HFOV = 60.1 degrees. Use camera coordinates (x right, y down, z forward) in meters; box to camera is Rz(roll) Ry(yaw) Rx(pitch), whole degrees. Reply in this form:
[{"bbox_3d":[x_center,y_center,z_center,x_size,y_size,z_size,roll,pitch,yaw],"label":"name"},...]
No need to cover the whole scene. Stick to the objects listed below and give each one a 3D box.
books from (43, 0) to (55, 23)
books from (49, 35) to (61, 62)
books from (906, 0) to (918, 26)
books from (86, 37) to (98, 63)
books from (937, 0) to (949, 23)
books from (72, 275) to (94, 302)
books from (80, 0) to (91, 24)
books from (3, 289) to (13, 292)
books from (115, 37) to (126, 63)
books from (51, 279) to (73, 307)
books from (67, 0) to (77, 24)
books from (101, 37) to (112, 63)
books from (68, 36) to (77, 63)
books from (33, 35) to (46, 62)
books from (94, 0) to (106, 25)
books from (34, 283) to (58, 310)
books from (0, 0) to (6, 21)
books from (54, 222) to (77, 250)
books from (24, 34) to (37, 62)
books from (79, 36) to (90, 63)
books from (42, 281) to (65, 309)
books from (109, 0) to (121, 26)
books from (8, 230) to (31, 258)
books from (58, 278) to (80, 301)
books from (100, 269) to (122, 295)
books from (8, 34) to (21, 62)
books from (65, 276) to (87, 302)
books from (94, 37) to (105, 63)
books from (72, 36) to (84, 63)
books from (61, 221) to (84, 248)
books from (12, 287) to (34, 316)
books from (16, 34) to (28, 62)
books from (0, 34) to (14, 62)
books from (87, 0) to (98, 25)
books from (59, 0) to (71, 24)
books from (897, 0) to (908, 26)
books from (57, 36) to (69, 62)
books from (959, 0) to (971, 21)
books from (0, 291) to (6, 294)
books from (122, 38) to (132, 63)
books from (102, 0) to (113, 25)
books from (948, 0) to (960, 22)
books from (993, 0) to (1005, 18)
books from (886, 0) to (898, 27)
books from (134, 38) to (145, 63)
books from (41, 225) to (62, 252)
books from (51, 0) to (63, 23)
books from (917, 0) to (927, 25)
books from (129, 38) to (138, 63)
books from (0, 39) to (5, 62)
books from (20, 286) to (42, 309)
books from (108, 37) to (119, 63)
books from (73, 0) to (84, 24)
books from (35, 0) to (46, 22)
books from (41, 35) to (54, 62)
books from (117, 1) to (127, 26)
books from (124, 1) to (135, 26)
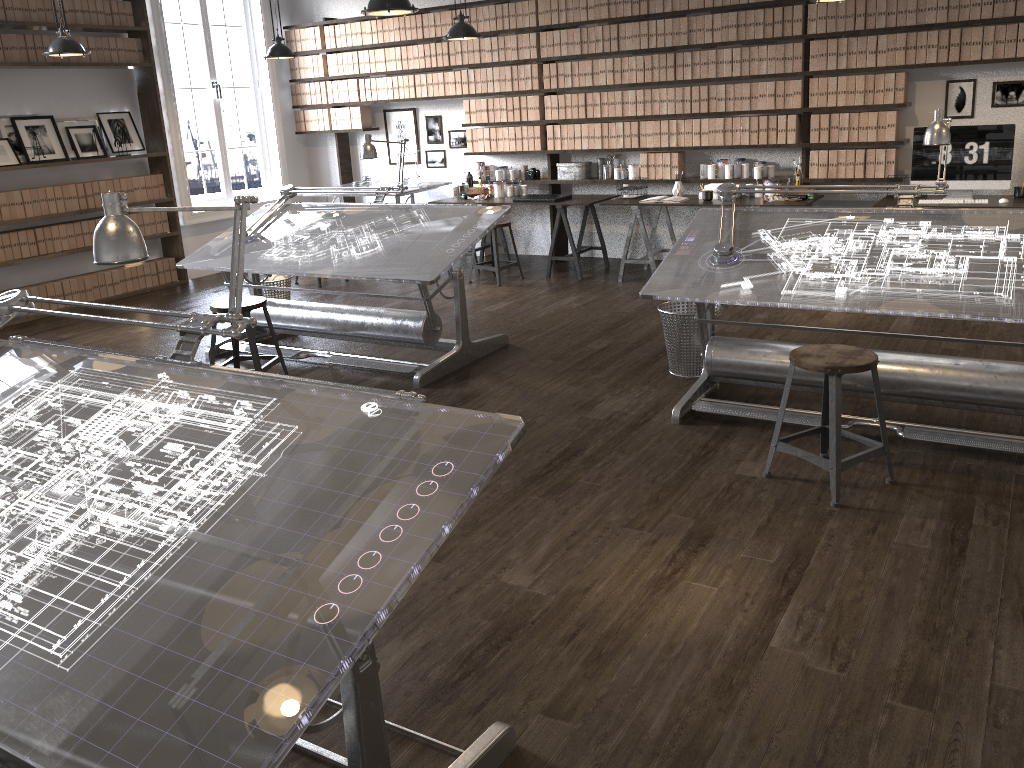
[{"bbox_3d":[-3.919,-3.114,7.396,0.175,0.223,0.067,6,18,31],"label":"books"},{"bbox_3d":[-3.903,-2.817,7.476,0.175,0.223,0.067,6,18,31],"label":"books"},{"bbox_3d":[2.940,-2.733,6.480,0.067,0.223,0.176,6,18,30],"label":"books"},{"bbox_3d":[-3.725,-2.916,7.753,0.175,0.223,0.067,6,18,31],"label":"books"},{"bbox_3d":[3.114,-2.712,6.379,0.067,0.223,0.176,6,18,30],"label":"books"},{"bbox_3d":[-3.832,-0.853,7.911,0.175,0.223,0.067,6,18,31],"label":"books"},{"bbox_3d":[-3.747,-3.214,7.676,0.175,0.223,0.067,6,18,31],"label":"books"},{"bbox_3d":[-4.152,-0.671,7.398,0.175,0.223,0.067,6,18,31],"label":"books"},{"bbox_3d":[-3.579,-2.999,7.985,0.175,0.223,0.067,6,18,31],"label":"books"},{"bbox_3d":[-3.937,-0.795,7.745,0.175,0.223,0.067,6,18,31],"label":"books"},{"bbox_3d":[-3.814,-3.174,7.565,0.175,0.222,0.067,6,18,31],"label":"books"},{"bbox_3d":[-3.658,-2.958,7.872,0.175,0.223,0.067,6,18,31],"label":"books"},{"bbox_3d":[-3.827,-2.857,7.587,0.175,0.223,0.067,6,18,31],"label":"books"},{"bbox_3d":[-3.976,-2.776,7.359,0.175,0.223,0.067,6,18,31],"label":"books"},{"bbox_3d":[-3.671,-3.255,7.791,0.175,0.223,0.067,6,18,31],"label":"books"},{"bbox_3d":[-4.010,-0.752,7.623,0.175,0.223,0.067,6,18,31],"label":"books"},{"bbox_3d":[-4.130,-2.992,7.053,0.175,0.223,0.067,6,18,31],"label":"books"},{"bbox_3d":[-3.900,-1.293,7.735,0.175,0.223,0.067,6,18,31],"label":"books"},{"bbox_3d":[-4.009,-2.754,7.295,0.175,0.223,0.067,6,18,31],"label":"books"},{"bbox_3d":[-3.763,-2.895,7.695,0.175,0.222,0.067,6,18,31],"label":"books"},{"bbox_3d":[-3.976,-0.773,7.685,0.175,0.223,0.067,6,18,31],"label":"books"},{"bbox_3d":[-3.595,-3.297,7.910,0.175,0.223,0.067,6,18,31],"label":"books"},{"bbox_3d":[-4.115,-1.168,7.380,0.175,0.223,0.067,6,18,31],"label":"books"},{"bbox_3d":[-3.901,-0.816,7.806,0.175,0.222,0.067,6,18,31],"label":"books"},{"bbox_3d":[-3.691,-0.936,8.145,0.175,0.222,0.067,6,18,31],"label":"books"},{"bbox_3d":[-4.083,-2.713,7.181,0.175,0.222,0.067,6,18,31],"label":"books"},{"bbox_3d":[-3.870,-0.835,7.858,0.175,0.222,0.067,6,18,31],"label":"books"},{"bbox_3d":[-3.692,-2.937,7.813,0.175,0.223,0.067,6,18,31],"label":"books"},{"bbox_3d":[-3.797,-2.877,7.644,0.175,0.222,0.067,6,18,31],"label":"books"},{"bbox_3d":[-3.863,-1.313,7.792,0.175,0.223,0.067,6,18,31],"label":"books"},{"bbox_3d":[-4.119,-0.693,7.461,0.175,0.222,0.067,6,18,31],"label":"books"},{"bbox_3d":[-4.052,-2.732,7.237,0.175,0.222,0.067,6,18,31],"label":"books"},{"bbox_3d":[-4.112,-2.694,7.127,0.175,0.223,0.067,6,18,31],"label":"books"},{"bbox_3d":[-3.710,-3.234,7.734,0.175,0.223,0.067,6,18,31],"label":"books"},{"bbox_3d":[-3.845,-3.156,7.512,0.175,0.222,0.067,6,18,31],"label":"books"},{"bbox_3d":[2.885,-2.743,6.519,0.067,0.223,0.176,6,18,30],"label":"books"},{"bbox_3d":[-3.866,-2.838,7.534,0.175,0.223,0.067,6,18,31],"label":"books"},{"bbox_3d":[3.237,-2.698,6.312,0.067,0.223,0.176,6,18,30],"label":"books"},{"bbox_3d":[-4.195,-0.650,7.339,0.175,0.223,0.067,6,18,31],"label":"books"},{"bbox_3d":[-3.545,-3.018,8.040,0.175,0.223,0.067,6,18,31],"label":"books"},{"bbox_3d":[-3.638,-3.276,7.852,0.175,0.223,0.067,6,18,31],"label":"books"},{"bbox_3d":[3.177,-2.705,6.346,0.067,0.223,0.176,6,18,30],"label":"books"},{"bbox_3d":[3.418,-2.672,6.198,0.067,0.223,0.176,6,18,30],"label":"books"},{"bbox_3d":[2.825,-2.750,6.555,0.067,0.223,0.176,6,18,30],"label":"books"},{"bbox_3d":[-3.482,-3.058,8.152,0.175,0.223,0.067,6,18,31],"label":"books"},{"bbox_3d":[-3.967,-1.251,7.615,0.175,0.223,0.067,6,18,31],"label":"books"},{"bbox_3d":[-3.880,-3.134,7.452,0.175,0.223,0.067,6,18,31],"label":"books"},{"bbox_3d":[3.000,-2.728,6.450,0.067,0.222,0.176,6,18,30],"label":"books"},{"bbox_3d":[-3.517,-3.037,8.094,0.175,0.222,0.067,6,18,31],"label":"books"},{"bbox_3d":[-4.149,-2.673,7.068,0.175,0.223,0.067,6,18,31],"label":"books"},{"bbox_3d":[-4.083,-0.712,7.514,0.175,0.222,0.067,6,18,31],"label":"books"},{"bbox_3d":[-3.619,-2.978,7.927,0.175,0.223,0.067,6,18,31],"label":"books"},{"bbox_3d":[-3.776,-3.193,7.618,0.175,0.223,0.067,6,18,31],"label":"books"},{"bbox_3d":[-3.957,-3.094,7.340,0.175,0.223,0.067,6,18,31],"label":"books"},{"bbox_3d":[-3.935,-2.796,7.415,0.175,0.223,0.067,6,18,31],"label":"books"},{"bbox_3d":[-3.562,-3.319,7.974,0.175,0.222,0.067,6,18,31],"label":"books"},{"bbox_3d":[-3.521,-3.341,8.035,0.175,0.222,0.067,6,18,31],"label":"books"}]
